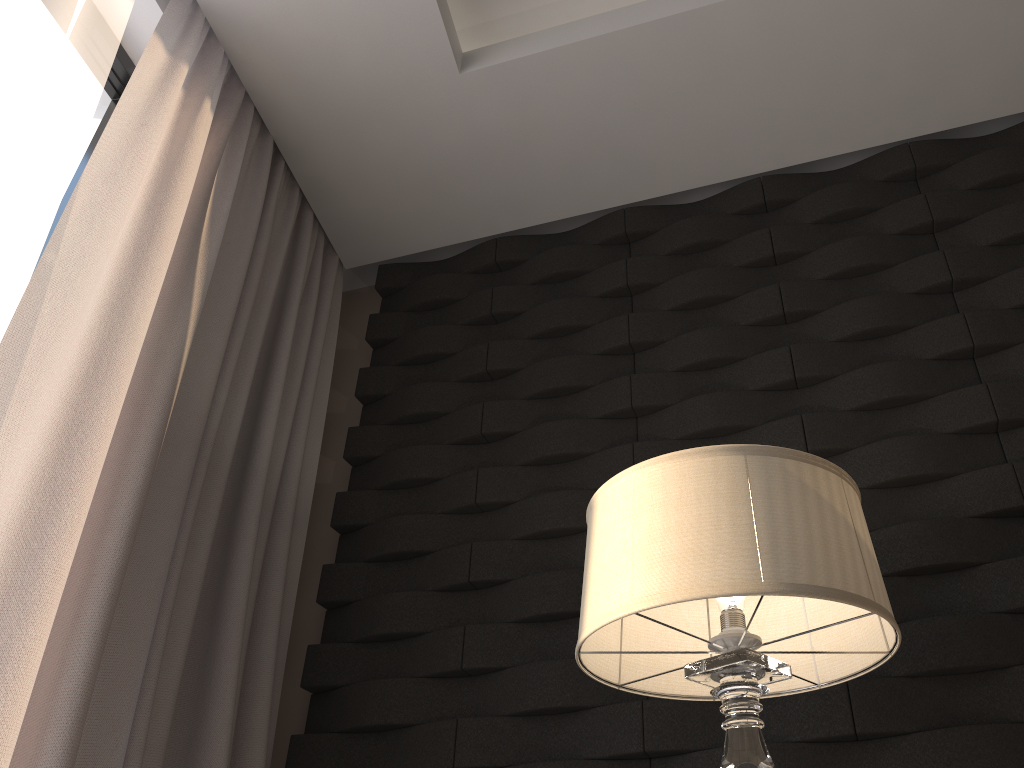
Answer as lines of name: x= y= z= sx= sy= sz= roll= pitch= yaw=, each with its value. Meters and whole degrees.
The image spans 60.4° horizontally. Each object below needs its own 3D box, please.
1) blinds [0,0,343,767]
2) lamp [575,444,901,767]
blinds: x=-0.588 y=0.325 z=1.694 sx=0.334 sy=2.656 sz=1.012 roll=-5 pitch=-36 yaw=12
lamp: x=0.320 y=0.466 z=1.222 sx=0.485 sy=0.634 sz=0.444 roll=25 pitch=-42 yaw=-29
